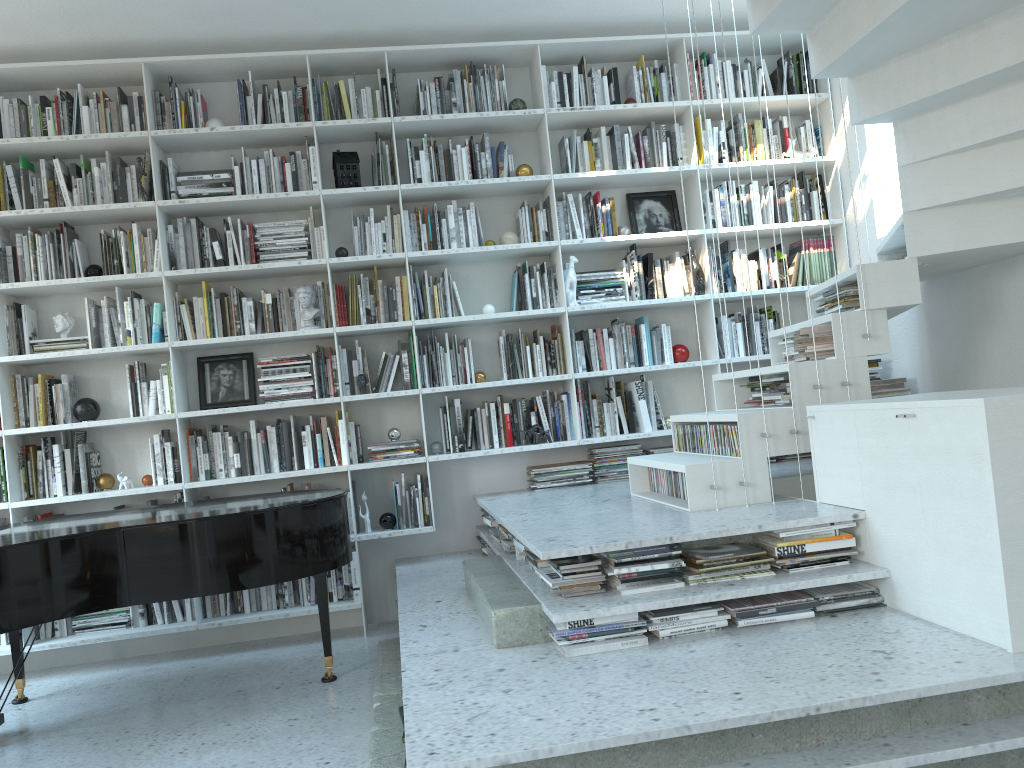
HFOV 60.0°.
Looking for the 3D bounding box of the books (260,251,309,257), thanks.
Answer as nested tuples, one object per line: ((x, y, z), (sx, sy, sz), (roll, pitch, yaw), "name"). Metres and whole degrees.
((-1.248, -0.699, 4.879), (0.254, 0.012, 0.161), (-6, -2, -9), "books")

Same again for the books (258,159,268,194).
((-1.353, -1.099, 4.867), (0.028, 0.219, 0.183), (-6, -1, -8), "books")

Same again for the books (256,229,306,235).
((-1.259, -0.820, 4.872), (0.254, 0.012, 0.161), (-6, -2, -3), "books")

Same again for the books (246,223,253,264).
((-1.419, -0.737, 4.844), (0.015, 0.245, 0.183), (-6, -1, -8), "books")

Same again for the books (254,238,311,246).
((-1.255, -0.771, 4.876), (0.285, 0.012, 0.159), (-6, -2, -5), "books")

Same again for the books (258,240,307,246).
((-1.254, -0.759, 4.880), (0.254, 0.012, 0.161), (-6, -2, -7), "books")

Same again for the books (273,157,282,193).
((-1.276, -1.109, 4.868), (0.023, 0.223, 0.190), (-6, -1, -8), "books")

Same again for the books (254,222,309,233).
((-1.263, -0.858, 4.872), (0.285, 0.012, 0.159), (-6, -2, -13), "books")

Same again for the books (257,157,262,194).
((-1.376, -1.110, 4.873), (0.012, 0.244, 0.131), (-6, -1, -8), "books")

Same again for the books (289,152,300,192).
((-1.189, -1.131, 4.882), (0.032, 0.248, 0.173), (-6, -1, -8), "books")

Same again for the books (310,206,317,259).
((-1.091, -0.807, 4.904), (0.012, 0.319, 0.140), (-6, -1, -8), "books")

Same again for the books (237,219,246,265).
((-1.461, -0.745, 4.831), (0.021, 0.269, 0.191), (-6, -1, -8), "books")

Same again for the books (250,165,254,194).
((-1.412, -1.086, 4.870), (0.011, 0.204, 0.133), (-6, -1, -8), "books")

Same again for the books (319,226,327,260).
((-1.036, -0.755, 4.912), (0.030, 0.205, 0.158), (-6, -1, -8), "books")

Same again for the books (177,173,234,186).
((-1.659, -1.105, 4.832), (0.285, 0.024, 0.159), (-6, -2, -6), "books")

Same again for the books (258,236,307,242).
((-1.256, -0.783, 4.876), (0.254, 0.012, 0.161), (-6, -2, -11), "books")

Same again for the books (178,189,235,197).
((-1.652, -1.026, 4.828), (0.285, 0.012, 0.159), (-6, -2, -11), "books")

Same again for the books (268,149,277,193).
((-1.302, -1.130, 4.874), (0.023, 0.269, 0.185), (-6, -1, -8), "books")

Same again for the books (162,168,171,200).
((-1.848, -1.041, 4.788), (0.027, 0.201, 0.167), (-6, -1, -8), "books")

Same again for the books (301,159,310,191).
((-1.129, -1.114, 4.892), (0.029, 0.202, 0.191), (-6, -1, -8), "books")

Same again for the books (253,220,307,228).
((-1.266, -0.869, 4.880), (0.285, 0.012, 0.159), (-6, -2, -6), "books")

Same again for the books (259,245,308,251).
((-1.251, -0.735, 4.877), (0.254, 0.012, 0.161), (-6, -2, -10), "books")

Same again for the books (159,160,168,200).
((-1.873, -1.065, 4.805), (0.012, 0.254, 0.161), (-6, -1, -8), "books")

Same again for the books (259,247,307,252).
((-1.250, -0.723, 4.877), (0.254, 0.012, 0.161), (-6, -2, -6), "books")

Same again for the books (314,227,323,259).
((-1.064, -0.749, 4.903), (0.029, 0.198, 0.172), (-6, -1, -8), "books")

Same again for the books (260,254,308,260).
((-1.247, -0.686, 4.881), (0.254, 0.012, 0.161), (-6, -2, -8), "books")

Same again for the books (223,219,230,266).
((-1.549, -0.744, 4.837), (0.022, 0.285, 0.131), (-6, -1, -8), "books")

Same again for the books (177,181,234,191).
((-1.653, -1.056, 4.824), (0.285, 0.024, 0.159), (-6, -2, -3), "books")

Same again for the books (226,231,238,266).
((-1.522, -0.713, 4.833), (0.024, 0.216, 0.148), (-6, -1, -8), "books")

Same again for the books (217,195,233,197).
((-1.648, -0.990, 4.828), (0.285, 0.012, 0.159), (-6, -2, -5), "books")

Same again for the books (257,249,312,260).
((-1.248, -0.711, 4.874), (0.285, 0.012, 0.159), (-6, -2, -11), "books")

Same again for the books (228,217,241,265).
((-1.499, -0.752, 4.840), (0.049, 0.291, 0.162), (-6, -1, -8), "books")

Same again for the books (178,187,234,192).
((-1.654, -1.038, 4.831), (0.285, 0.012, 0.159), (-6, -2, -10), "books")

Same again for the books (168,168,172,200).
((-1.831, -1.051, 4.804), (0.013, 0.218, 0.141), (-6, -1, -8), "books")

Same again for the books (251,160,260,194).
((-1.392, -1.094, 4.858), (0.027, 0.216, 0.190), (-6, -1, -8), "books")

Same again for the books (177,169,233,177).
((-1.662, -1.129, 4.838), (0.285, 0.024, 0.159), (-6, -2, -8), "books")

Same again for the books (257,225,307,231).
((-1.264, -0.845, 4.883), (0.254, 0.012, 0.161), (-6, -2, -8), "books")

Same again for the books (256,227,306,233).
((-1.262, -0.833, 4.879), (0.254, 0.012, 0.161), (-6, -2, -6), "books")

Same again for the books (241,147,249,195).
((-1.443, -1.123, 4.838), (0.011, 0.284, 0.190), (-6, -1, -8), "books")

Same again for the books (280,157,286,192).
((-1.251, -1.115, 4.884), (0.010, 0.230, 0.152), (-6, -1, -8), "books")

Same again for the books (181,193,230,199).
((-1.649, -1.002, 4.824), (0.254, 0.012, 0.161), (-6, -2, -3), "books")

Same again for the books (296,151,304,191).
((-1.162, -1.139, 4.902), (0.029, 0.261, 0.133), (-6, -1, -8), "books")

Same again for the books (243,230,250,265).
((-1.438, -0.721, 4.849), (0.024, 0.216, 0.132), (-6, -1, -8), "books")

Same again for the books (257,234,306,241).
((-1.258, -0.795, 4.878), (0.254, 0.012, 0.161), (-6, -2, -6), "books")

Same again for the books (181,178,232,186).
((-1.656, -1.080, 4.828), (0.254, 0.025, 0.161), (-6, -2, -12), "books")

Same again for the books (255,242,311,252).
((-1.253, -0.747, 4.880), (0.285, 0.012, 0.159), (-6, -2, -7), "books")

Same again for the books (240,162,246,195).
((-1.463, -1.090, 4.876), (0.024, 0.223, 0.128), (-6, -1, -8), "books")

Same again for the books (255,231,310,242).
((-1.259, -0.807, 4.881), (0.285, 0.012, 0.159), (-6, -2, -9), "books")

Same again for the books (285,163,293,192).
((-1.216, -1.098, 4.878), (0.029, 0.188, 0.176), (-6, -1, -8), "books")

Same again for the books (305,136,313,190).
((-1.116, -1.181, 4.905), (0.012, 0.334, 0.155), (-6, -1, -8), "books")

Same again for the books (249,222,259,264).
((-1.404, -0.740, 4.834), (0.013, 0.247, 0.176), (-6, -1, -8), "books")

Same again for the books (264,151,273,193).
((-1.331, -1.128, 4.891), (0.029, 0.273, 0.140), (-6, -1, -8), "books")

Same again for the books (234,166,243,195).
((-1.482, -1.071, 4.843), (0.025, 0.187, 0.193), (-6, -1, -8), "books")

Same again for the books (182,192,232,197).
((-1.651, -1.014, 4.828), (0.254, 0.012, 0.161), (-6, -2, -11), "books")

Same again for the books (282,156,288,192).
((-1.239, -1.117, 4.879), (0.012, 0.230, 0.158), (-6, -1, -8), "books")

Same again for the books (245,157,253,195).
((-1.427, -1.101, 4.856), (0.021, 0.237, 0.171), (-6, -1, -8), "books")

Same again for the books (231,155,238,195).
((-1.504, -1.102, 4.846), (0.012, 0.254, 0.161), (-6, -1, -8), "books")

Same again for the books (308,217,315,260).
((-1.097, -0.774, 4.886), (0.012, 0.254, 0.161), (-6, -1, -8), "books")

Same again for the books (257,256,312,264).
((-1.245, -0.675, 4.879), (0.285, 0.012, 0.159), (-6, -2, -7), "books")
